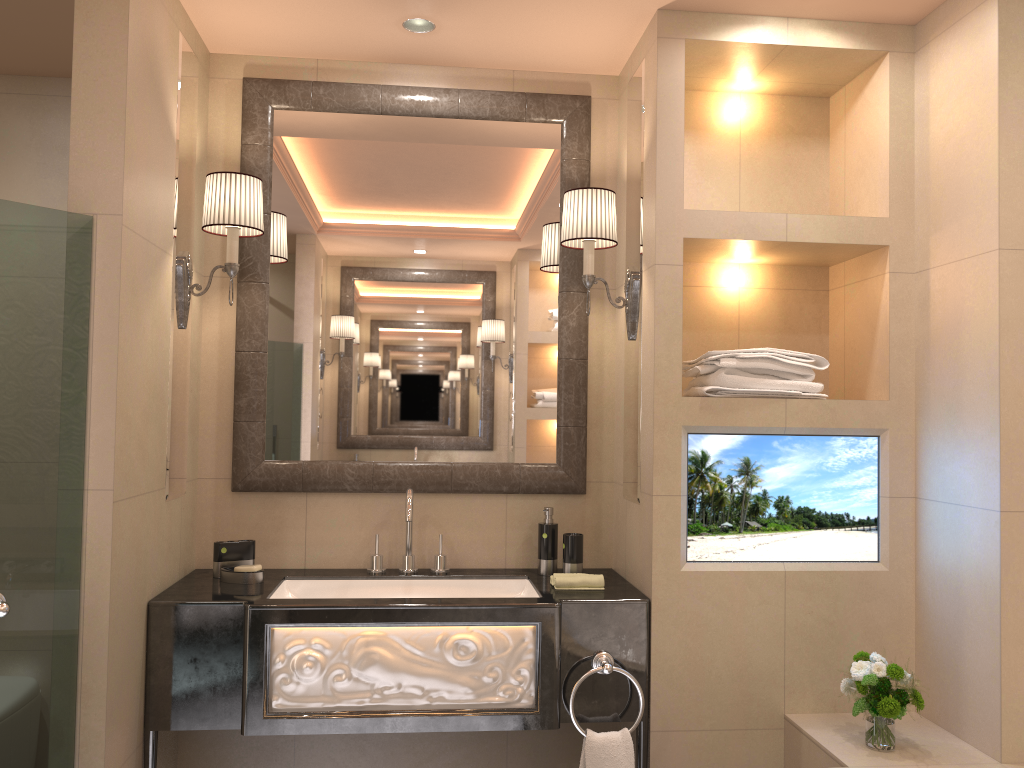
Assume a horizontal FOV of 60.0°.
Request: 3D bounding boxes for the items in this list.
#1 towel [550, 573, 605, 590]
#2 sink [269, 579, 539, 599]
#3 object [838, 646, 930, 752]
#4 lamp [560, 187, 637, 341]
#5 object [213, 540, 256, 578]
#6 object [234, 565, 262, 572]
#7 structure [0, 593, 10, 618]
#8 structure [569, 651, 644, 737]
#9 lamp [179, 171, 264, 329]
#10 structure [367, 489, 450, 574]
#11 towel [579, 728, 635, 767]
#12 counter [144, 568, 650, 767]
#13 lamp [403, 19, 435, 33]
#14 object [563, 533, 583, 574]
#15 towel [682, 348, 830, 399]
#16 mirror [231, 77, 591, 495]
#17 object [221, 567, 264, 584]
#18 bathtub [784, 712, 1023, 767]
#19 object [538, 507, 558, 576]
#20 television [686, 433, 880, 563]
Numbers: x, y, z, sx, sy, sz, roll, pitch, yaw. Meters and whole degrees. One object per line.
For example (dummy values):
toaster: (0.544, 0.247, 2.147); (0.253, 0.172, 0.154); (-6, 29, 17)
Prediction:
towel: (0.190, 0.572, 2.583); (0.149, 0.039, 0.096); (1, -2, -4)
sink: (-0.303, 0.661, 2.550); (0.760, 0.135, 0.349); (1, -2, -6)
object: (0.935, 0.782, 2.230); (0.229, 0.252, 0.197); (-1, -3, 36)
lamp: (0.257, -0.356, 2.690); (0.223, 0.444, 0.174); (1, -2, -6)
object: (-0.836, 0.525, 2.670); (0.124, 0.104, 0.038); (2, -2, -32)
object: (-0.767, 0.537, 2.579); (0.077, 0.022, 0.051); (0, -2, 14)
structure: (-1.178, 0.457, 1.699); (0.074, 0.061, 0.415); (-1, -3, 39)
structure: (0.248, 0.835, 2.363); (0.203, 0.226, 0.074); (1, -2, -6)
lamp: (-0.838, -0.378, 2.578); (0.223, 0.444, 0.174); (1, -2, -6)
structure: (-0.301, 0.455, 2.763); (0.223, 0.268, 0.242); (3, -3, -41)
towel: (0.249, 1.135, 2.324); (0.173, 0.455, 0.116); (2, -2, -25)
counter: (-0.311, 1.011, 2.562); (1.330, 0.858, 0.543); (1, -2, -6)
lamp: (-0.274, -1.092, 2.622); (0.096, 0.069, 0.096); (0, -2, 13)
object: (0.187, 0.529, 2.724); (0.063, 0.134, 0.063); (0, -2, 27)
towel: (0.915, -0.364, 1.163); (0.517, 0.726, 3.195); (1, -2, -6)
mirror: (-0.309, -0.309, 2.864); (1.131, 1.321, 0.041); (1, -2, -6)
object: (-0.786, 0.557, 2.584); (0.133, 0.035, 0.080); (0, -2, 12)
bathtub: (0.887, 1.137, 1.122); (1.060, 0.540, 2.662); (1, -2, -6)
object: (0.113, 0.493, 2.787); (0.063, 0.208, 0.063); (2, -2, -25)
television: (0.764, 0.322, 2.506); (0.564, 0.360, 0.025); (1, -2, -6)
